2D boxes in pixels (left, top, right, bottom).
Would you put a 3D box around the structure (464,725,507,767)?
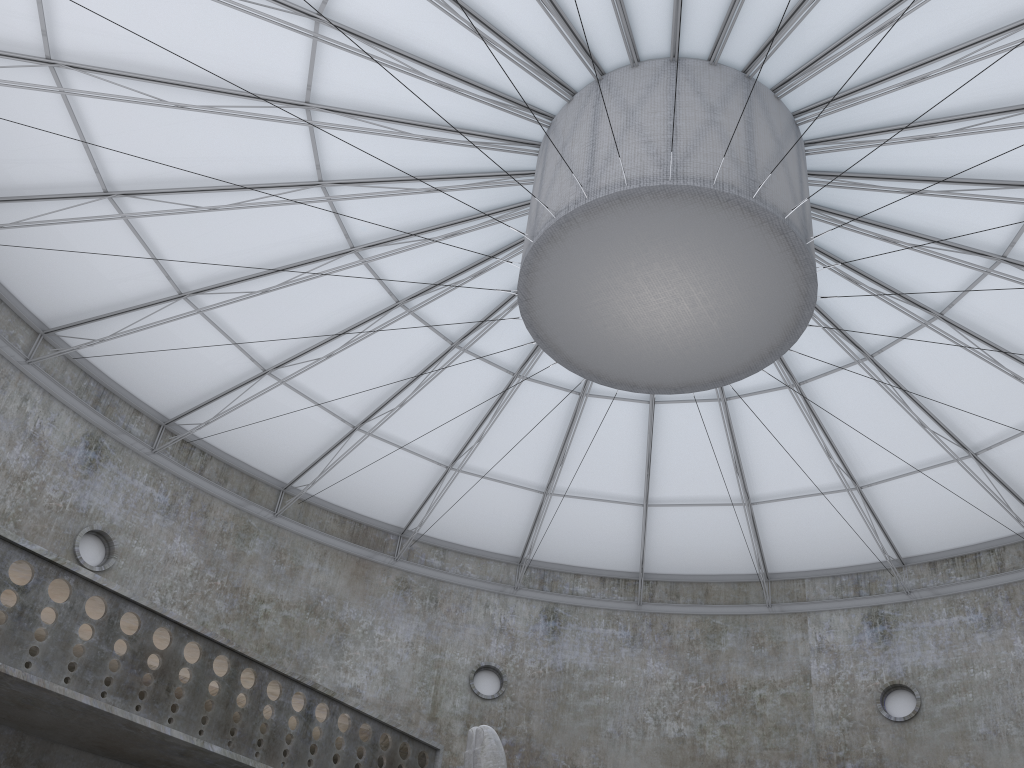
[{"bbox_3d":[3.801,7.545,12.093,10.724,5.551,16.069,10,-36,-3],"label":"structure"}]
